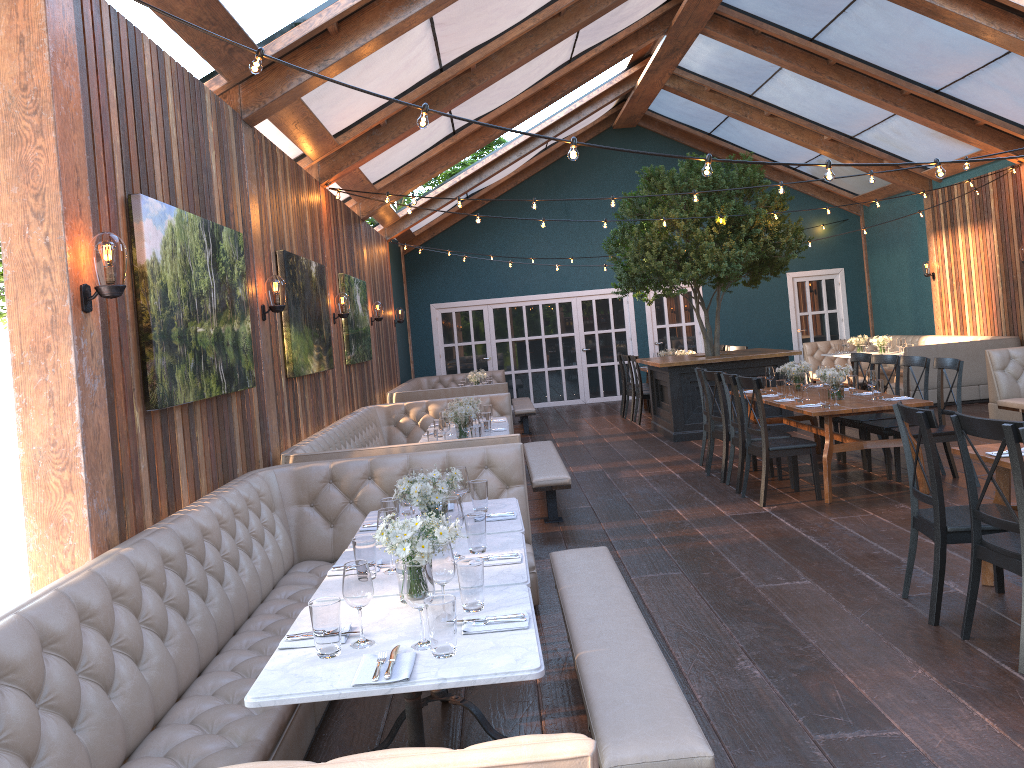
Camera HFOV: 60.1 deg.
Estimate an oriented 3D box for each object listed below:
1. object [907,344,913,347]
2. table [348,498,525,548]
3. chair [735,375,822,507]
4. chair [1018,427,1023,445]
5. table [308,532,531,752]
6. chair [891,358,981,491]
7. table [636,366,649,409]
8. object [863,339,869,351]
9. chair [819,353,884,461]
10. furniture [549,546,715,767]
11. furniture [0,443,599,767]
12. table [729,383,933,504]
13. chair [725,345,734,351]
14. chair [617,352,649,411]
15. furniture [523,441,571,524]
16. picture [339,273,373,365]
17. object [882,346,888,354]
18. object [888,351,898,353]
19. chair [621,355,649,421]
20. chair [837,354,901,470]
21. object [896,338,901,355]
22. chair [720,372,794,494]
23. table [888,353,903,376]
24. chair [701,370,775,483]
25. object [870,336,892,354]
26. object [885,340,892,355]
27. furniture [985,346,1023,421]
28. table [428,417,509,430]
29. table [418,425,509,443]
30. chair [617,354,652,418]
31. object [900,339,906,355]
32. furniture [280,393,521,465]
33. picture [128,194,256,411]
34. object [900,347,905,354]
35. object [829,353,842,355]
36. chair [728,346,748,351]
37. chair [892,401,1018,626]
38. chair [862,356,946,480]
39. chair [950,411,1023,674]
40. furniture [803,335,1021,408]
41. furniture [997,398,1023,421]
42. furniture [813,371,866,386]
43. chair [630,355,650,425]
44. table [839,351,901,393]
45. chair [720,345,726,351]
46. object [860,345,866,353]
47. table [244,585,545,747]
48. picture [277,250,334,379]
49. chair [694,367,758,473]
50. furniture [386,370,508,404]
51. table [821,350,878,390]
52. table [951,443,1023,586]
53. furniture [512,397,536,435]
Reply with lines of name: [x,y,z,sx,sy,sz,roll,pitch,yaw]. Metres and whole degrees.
object: [5.953,-0.513,13.218,0.092,0.158,0.091,-5,1,-15]
table: [-0.324,1.001,4.347,0.799,0.672,0.799,-5,2,-2]
chair: [2.163,0.429,7.244,0.540,1.020,0.477,-5,0,-6]
chair: [2.251,0.665,3.268,0.539,1.020,0.478,-5,0,5]
table: [-0.309,1.050,3.531,0.798,0.672,0.799,-5,2,-1]
chair: [3.436,0.315,7.270,0.539,1.020,0.478,-5,0,4]
table: [2.688,0.104,14.196,0.950,0.729,2.434,-5,3,-1]
object: [5.674,-0.590,14.161,0.092,0.244,0.092,-5,0,-43]
chair: [3.403,0.215,8.950,0.539,1.020,0.477,-5,0,-1]
furniture: [0.390,1.124,3.544,0.313,0.399,2.332,-5,3,-1]
furniture: [-0.704,0.991,3.513,1.709,0.859,4.163,-5,3,-1]
table: [2.807,0.468,8.072,0.950,0.729,2.434,-5,3,-1]
chair: [3.306,-0.081,13.941,0.539,1.020,0.477,-5,0,-1]
chair: [2.070,-0.039,15.037,0.539,1.020,0.478,-5,0,4]
furniture: [0.302,0.855,8.063,0.313,0.399,2.332,-5,3,-1]
picture: [-1.819,-0.752,10.400,0.065,0.997,1.652,-5,2,-1]
object: [5.610,-0.488,13.298,0.092,0.158,0.091,-5,1,-15]
object: [6.062,-0.513,14.194,0.255,0.019,0.158,-5,3,-1]
chair: [2.027,0.033,13.916,0.540,1.020,0.477,-5,0,-6]
chair: [3.414,0.249,8.389,0.540,1.020,0.477,-5,0,-6]
object: [5.928,-0.574,13.536,0.092,0.244,0.092,-5,0,-43]
chair: [2.152,0.396,7.804,0.539,1.020,0.477,-5,0,2]
table: [5.848,-0.100,13.423,0.799,0.672,0.799,-5,2,-2]
chair: [2.117,0.365,8.364,0.540,1.020,0.477,-5,0,-6]
object: [5.803,-0.618,13.908,0.335,0.309,0.330,-4,2,41]
object: [5.693,-0.543,13.365,0.092,0.244,0.092,-5,0,-43]
furniture: [6.379,0.079,8.185,1.709,0.859,4.163,-5,3,-1]
table: [-0.412,0.733,8.866,0.799,0.672,0.799,-5,2,-2]
table: [-0.396,0.781,8.050,0.798,0.672,0.799,-5,2,-1]
chair: [2.002,0.001,14.475,0.539,1.020,0.478,-5,0,4]
object: [5.882,-0.556,13.305,0.092,0.244,0.092,-5,0,-43]
furniture: [-0.792,0.722,8.045,1.709,0.859,4.163,-5,3,-1]
picture: [-1.699,-0.424,4.867,0.065,0.997,1.652,-5,2,-1]
object: [6.018,-0.543,13.602,0.092,0.158,0.091,-5,1,-15]
object: [5.539,-0.517,15.025,0.255,0.019,0.158,-5,3,-1]
chair: [3.298,-0.045,13.364,0.540,1.020,0.477,-5,0,-18]
chair: [2.227,0.599,4.382,0.539,1.020,0.478,-5,0,7]
chair: [3.425,0.282,7.830,0.539,1.020,0.477,-5,0,-1]
chair: [2.266,0.630,3.815,0.540,1.020,0.477,-5,0,-4]
furniture: [6.262,-0.280,14.225,1.709,0.859,4.163,-5,3,-1]
furniture: [5.292,0.408,8.163,0.313,0.399,2.332,-5,3,-1]
furniture: [5.175,0.047,14.236,0.313,0.399,2.332,-5,3,-1]
chair: [2.086,0.062,13.356,0.539,1.020,0.477,-5,0,-1]
table: [5.832,-0.148,14.239,0.798,0.672,0.799,-5,2,-1]
chair: [3.295,-0.115,14.502,0.539,1.020,0.478,-5,0,4]
object: [5.592,-0.535,14.094,0.092,0.158,0.091,-5,1,-15]
table: [-0.293,1.098,2.715,0.798,0.672,0.799,-5,2,-2]
picture: [-1.759,-0.589,7.658,0.065,0.997,1.652,-5,2,-1]
chair: [2.142,0.328,8.924,0.539,1.020,0.478,-5,0,4]
furniture: [-0.909,0.362,14.094,1.709,0.859,4.163,-5,3,-1]
table: [5.816,-0.197,15.055,0.798,0.672,0.799,-5,2,-2]
table: [2.894,0.736,3.562,0.950,0.729,2.434,-5,3,-1]
furniture: [0.184,0.494,14.135,0.313,0.399,2.332,-5,3,-1]
